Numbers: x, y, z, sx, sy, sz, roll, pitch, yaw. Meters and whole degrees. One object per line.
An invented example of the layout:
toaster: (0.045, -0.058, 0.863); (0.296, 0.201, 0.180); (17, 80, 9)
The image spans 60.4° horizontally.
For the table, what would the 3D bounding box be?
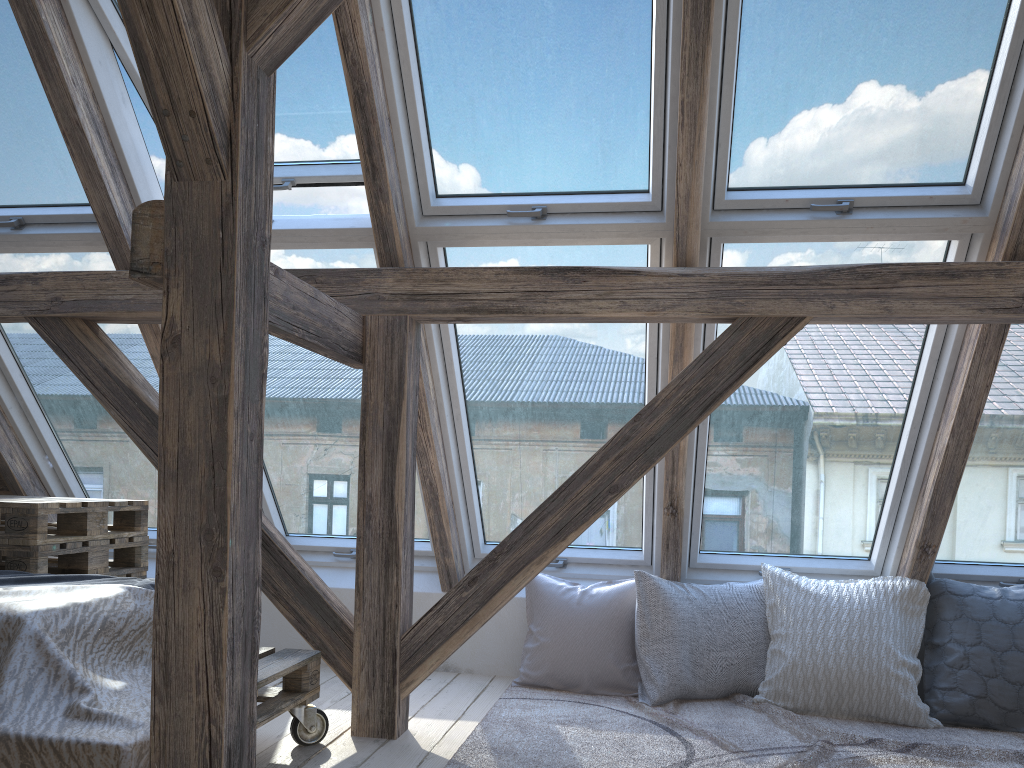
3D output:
table: (-2.007, 0.773, 3.283); (1.016, 0.700, 0.678); (1, -3, 9)

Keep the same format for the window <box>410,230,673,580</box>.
window: (0.155, 0.138, 3.321); (0.855, 1.273, 1.101); (1, -2, 9)

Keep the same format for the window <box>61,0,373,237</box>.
window: (-0.870, -1.174, 2.520); (0.855, 1.272, 1.357); (1, -3, 10)

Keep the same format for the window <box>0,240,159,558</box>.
window: (-1.659, 0.116, 3.620); (0.855, 1.273, 1.101); (1, -2, 9)

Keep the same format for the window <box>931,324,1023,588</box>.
window: (1.970, 0.159, 3.022); (0.855, 1.273, 1.101); (1, -2, 9)

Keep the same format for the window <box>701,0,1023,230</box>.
window: (0.937, -1.158, 2.175); (0.855, 1.273, 1.101); (1, -2, 9)

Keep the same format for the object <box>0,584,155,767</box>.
object: (-0.878, 0.755, 2.119); (1.010, 0.472, 0.815); (-3, -6, 39)

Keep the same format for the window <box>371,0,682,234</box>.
window: (0.029, -1.168, 2.325); (0.855, 1.273, 1.101); (1, -2, 9)

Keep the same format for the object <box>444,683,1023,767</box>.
object: (1.394, 1.087, 2.305); (3.185, 0.056, 2.202); (1, -7, 10)

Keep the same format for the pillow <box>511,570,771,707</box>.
pillow: (0.568, 0.989, 3.448); (1.133, 0.524, 0.437); (2, -2, 2)

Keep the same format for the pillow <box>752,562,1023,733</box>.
pillow: (1.544, 0.962, 3.260); (1.271, 0.562, 0.470); (1, -2, 10)

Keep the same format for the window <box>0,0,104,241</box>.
window: (-1.785, -1.190, 2.624); (0.855, 1.273, 1.101); (1, -2, 9)

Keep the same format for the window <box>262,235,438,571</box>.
window: (-0.752, 0.127, 3.471); (0.855, 1.273, 1.101); (1, -2, 9)

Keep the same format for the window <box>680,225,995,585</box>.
window: (1.063, 0.149, 3.172); (0.855, 1.273, 1.101); (1, -2, 9)
